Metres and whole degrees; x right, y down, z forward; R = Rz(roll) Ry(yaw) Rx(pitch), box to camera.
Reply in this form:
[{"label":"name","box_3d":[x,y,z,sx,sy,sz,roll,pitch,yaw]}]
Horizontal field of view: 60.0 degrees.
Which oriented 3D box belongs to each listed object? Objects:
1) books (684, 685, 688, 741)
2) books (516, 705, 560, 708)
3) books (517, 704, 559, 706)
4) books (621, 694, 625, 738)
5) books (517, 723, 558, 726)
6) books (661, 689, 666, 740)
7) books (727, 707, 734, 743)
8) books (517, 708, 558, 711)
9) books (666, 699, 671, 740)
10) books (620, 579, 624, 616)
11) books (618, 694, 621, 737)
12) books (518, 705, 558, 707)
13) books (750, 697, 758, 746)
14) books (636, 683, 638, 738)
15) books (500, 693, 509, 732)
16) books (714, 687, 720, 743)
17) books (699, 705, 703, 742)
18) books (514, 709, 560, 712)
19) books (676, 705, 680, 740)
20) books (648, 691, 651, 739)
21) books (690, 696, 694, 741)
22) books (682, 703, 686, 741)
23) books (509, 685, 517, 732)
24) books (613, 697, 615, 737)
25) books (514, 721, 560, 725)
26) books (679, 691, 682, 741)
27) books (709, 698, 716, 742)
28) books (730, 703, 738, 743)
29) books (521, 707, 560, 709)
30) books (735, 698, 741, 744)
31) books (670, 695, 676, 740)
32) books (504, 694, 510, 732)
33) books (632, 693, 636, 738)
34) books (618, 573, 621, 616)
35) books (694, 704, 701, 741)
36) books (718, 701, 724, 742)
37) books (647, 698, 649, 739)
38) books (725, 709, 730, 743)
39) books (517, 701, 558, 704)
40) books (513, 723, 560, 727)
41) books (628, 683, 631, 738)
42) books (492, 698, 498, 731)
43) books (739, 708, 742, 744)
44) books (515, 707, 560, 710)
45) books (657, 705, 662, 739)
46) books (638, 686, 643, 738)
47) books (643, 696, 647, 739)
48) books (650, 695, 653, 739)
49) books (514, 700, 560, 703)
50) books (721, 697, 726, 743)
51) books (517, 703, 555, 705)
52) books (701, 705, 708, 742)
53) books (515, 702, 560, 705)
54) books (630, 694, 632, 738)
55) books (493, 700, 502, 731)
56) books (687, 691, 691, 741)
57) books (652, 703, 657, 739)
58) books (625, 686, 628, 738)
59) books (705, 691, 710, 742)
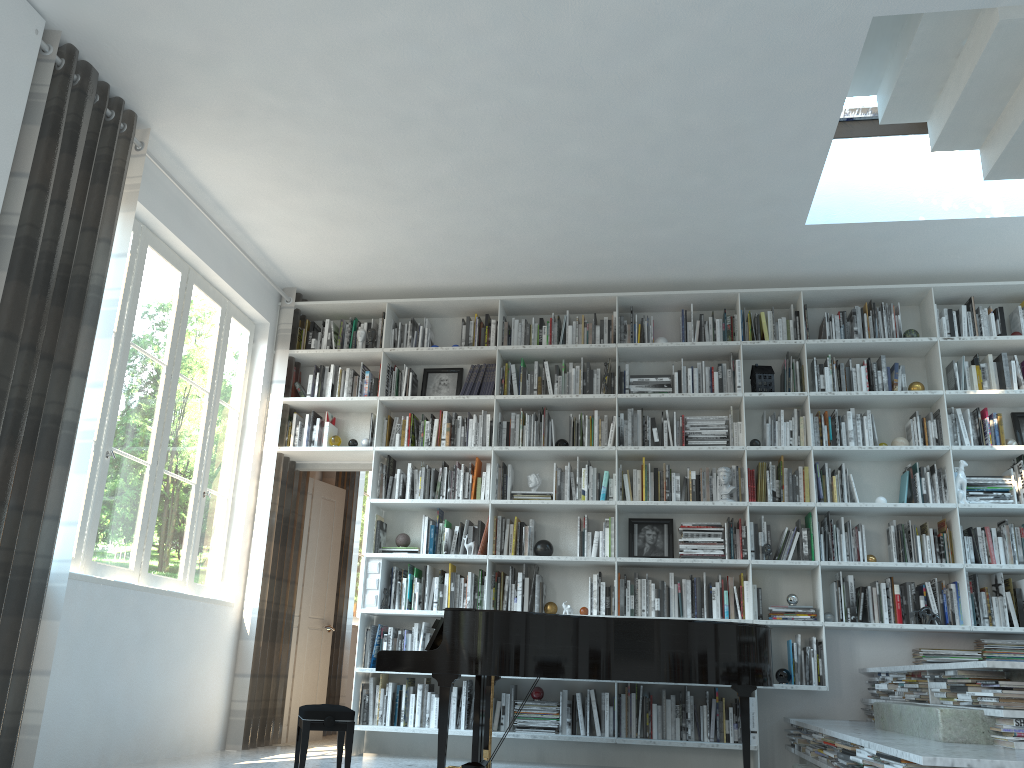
[{"label":"books","box_3d":[1.089,2.046,5.543,0.014,0.334,0.183,-1,-18,9]},{"label":"books","box_3d":[0.170,2.074,5.700,0.285,0.005,0.160,0,-18,6]},{"label":"books","box_3d":[0.172,2.065,5.709,0.254,0.005,0.161,-1,-18,9]},{"label":"books","box_3d":[0.705,2.089,5.592,0.026,0.255,0.184,-1,-18,9]},{"label":"books","box_3d":[0.166,2.172,5.666,0.254,0.007,0.161,1,-18,5]},{"label":"books","box_3d":[0.955,2.073,5.574,0.026,0.293,0.155,-1,-18,9]},{"label":"books","box_3d":[1.350,2.105,5.483,0.022,0.204,0.192,-1,-18,9]},{"label":"books","box_3d":[0.168,2.091,5.702,0.254,0.005,0.161,-1,-18,9]},{"label":"books","box_3d":[0.982,2.102,5.563,0.030,0.234,0.138,-1,-18,9]},{"label":"books","box_3d":[0.726,1.414,5.827,0.029,0.243,0.154,-1,-18,9]},{"label":"books","box_3d":[0.679,2.097,5.616,0.012,0.253,0.161,-1,-18,9]},{"label":"books","box_3d":[0.170,2.067,5.698,0.254,0.005,0.161,1,-18,4]},{"label":"books","box_3d":[1.463,2.055,5.418,0.038,0.268,0.278,-1,-18,9]},{"label":"books","box_3d":[0.788,2.052,5.601,0.012,0.336,0.144,-1,-18,9]},{"label":"books","box_3d":[-0.046,2.113,5.718,0.023,0.231,0.165,-1,-18,9]},{"label":"books","box_3d":[1.271,2.051,5.505,0.013,0.316,0.187,-1,-18,9]},{"label":"books","box_3d":[1.174,2.105,5.503,0.010,0.205,0.180,-1,-18,9]},{"label":"books","box_3d":[0.167,2.096,5.698,0.285,0.005,0.160,0,-18,8]},{"label":"books","box_3d":[1.036,2.115,5.548,0.024,0.203,0.145,-1,-18,9]},{"label":"books","box_3d":[0.868,2.084,5.590,0.012,0.275,0.155,-1,-18,9]},{"label":"books","box_3d":[1.123,2.086,5.542,0.024,0.261,0.132,-1,-18,9]},{"label":"books","box_3d":[1.070,2.107,5.535,0.022,0.212,0.167,-1,-18,9]},{"label":"books","box_3d":[0.007,2.092,5.726,0.027,0.281,0.130,-1,-18,9]},{"label":"books","box_3d":[0.655,2.107,5.625,0.021,0.236,0.116,-1,-18,9]},{"label":"books","box_3d":[0.167,2.167,5.673,0.285,0.007,0.160,-1,-19,11]},{"label":"books","box_3d":[1.054,2.072,5.545,0.013,0.284,0.185,-1,-18,9]},{"label":"books","box_3d":[1.241,2.081,5.495,0.044,0.250,0.187,-1,-18,9]},{"label":"books","box_3d":[1.377,2.098,5.494,0.028,0.227,0.162,-1,-18,9]},{"label":"books","box_3d":[0.170,2.078,5.696,0.254,0.005,0.161,-2,-19,13]},{"label":"books","box_3d":[1.396,2.082,5.487,0.013,0.255,0.177,-1,-18,9]},{"label":"books","box_3d":[1.011,2.089,5.562,0.028,0.260,0.133,-1,-18,9]},{"label":"books","box_3d":[-0.020,2.118,5.722,0.027,0.226,0.140,-1,-18,9]},{"label":"books","box_3d":[0.770,2.091,5.602,0.025,0.262,0.145,-1,-18,9]},{"label":"books","box_3d":[0.707,1.396,5.839,0.012,0.284,0.160,-1,-18,9]},{"label":"books","box_3d":[1.154,2.112,5.538,0.040,0.211,0.129,-1,-18,9]},{"label":"books","box_3d":[1.294,2.095,5.512,0.028,0.238,0.140,-1,-18,9]},{"label":"books","box_3d":[0.855,2.101,5.583,0.012,0.238,0.129,-1,-18,9]},{"label":"books","box_3d":[1.329,2.115,5.494,0.024,0.190,0.155,-1,-18,9]},{"label":"books","box_3d":[0.172,2.049,5.712,0.254,0.005,0.161,-1,-18,10]},{"label":"books","box_3d":[0.166,2.178,5.662,0.285,0.007,0.160,-2,-19,14]},{"label":"books","box_3d":[0.743,2.054,5.616,0.014,0.339,0.140,-1,-18,9]},{"label":"books","box_3d":[-0.121,2.133,5.734,0.025,0.197,0.160,-1,-18,9]},{"label":"books","box_3d":[1.415,2.098,5.472,0.029,0.217,0.191,-1,-18,9]},{"label":"books","box_3d":[0.166,2.083,5.695,0.285,0.005,0.160,1,-18,5]},{"label":"books","box_3d":[0.927,2.123,5.575,0.030,0.196,0.143,-1,-18,9]},{"label":"books","box_3d":[0.810,2.065,5.594,0.034,0.310,0.170,-1,-18,9]},{"label":"books","box_3d":[0.839,2.098,5.590,0.022,0.246,0.144,-1,-18,9]},{"label":"books","box_3d":[0.880,2.094,5.586,0.012,0.254,0.151,-1,-18,9]},{"label":"books","box_3d":[0.171,2.041,5.705,0.285,0.005,0.160,-2,-19,14]},{"label":"books","box_3d":[1.311,2.081,5.498,0.011,0.257,0.172,-1,-18,9]},{"label":"books","box_3d":[0.172,2.060,5.711,0.254,0.005,0.161,-1,-18,9]},{"label":"books","box_3d":[1.195,2.104,5.505,0.029,0.209,0.171,-1,-18,9]},{"label":"books","box_3d":[0.172,2.055,5.713,0.285,0.005,0.160,-1,-18,9]},{"label":"books","box_3d":[0.755,2.096,5.613,0.010,0.258,0.131,-1,-18,9]},{"label":"books","box_3d":[-0.084,2.137,5.719,0.053,0.183,0.148,-1,-18,9]},{"label":"books","box_3d":[1.102,2.069,5.535,0.014,0.287,0.185,-1,-18,9]},{"label":"books","box_3d":[0.894,2.109,5.552,0.028,0.205,0.175,-1,-18,9]},{"label":"books","box_3d":[0.726,2.068,5.596,0.014,0.299,0.185,-1,-18,9]},{"label":"books","box_3d":[1.216,2.065,5.516,0.011,0.291,0.184,-1,-18,9]}]
